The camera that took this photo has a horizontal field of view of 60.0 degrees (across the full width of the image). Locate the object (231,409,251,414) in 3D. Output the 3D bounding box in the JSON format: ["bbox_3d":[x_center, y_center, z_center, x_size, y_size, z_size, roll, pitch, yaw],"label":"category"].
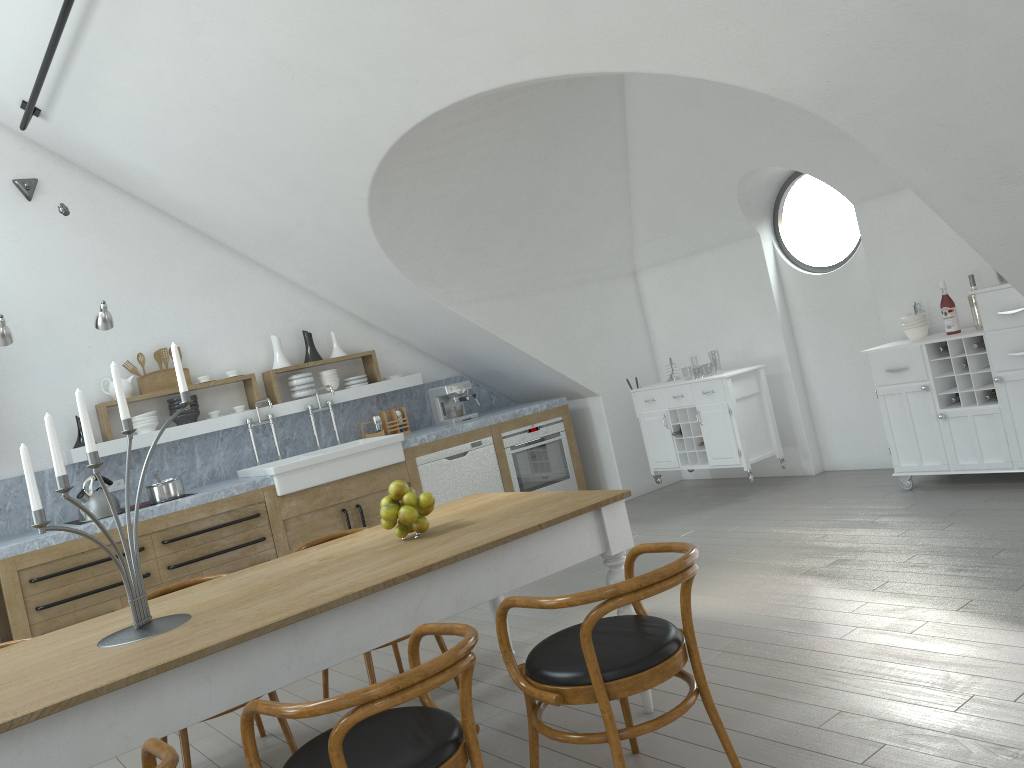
[{"bbox_3d":[-2.041,0.213,6.662,0.164,0.012,0.163,-13,1,-18],"label":"object"}]

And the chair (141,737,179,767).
[{"bbox_3d":[-0.878,1.152,1.758,0.529,0.735,0.619,-13,0,-36],"label":"chair"}]

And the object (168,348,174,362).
[{"bbox_3d":[-2.443,-0.123,6.444,0.068,0.298,0.039,-13,0,-36],"label":"object"}]

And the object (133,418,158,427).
[{"bbox_3d":[-2.582,0.293,6.240,0.181,0.065,0.181,-13,1,2],"label":"object"}]

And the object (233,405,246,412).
[{"bbox_3d":[-2.046,0.190,6.662,0.099,0.048,0.098,-14,1,-38],"label":"object"}]

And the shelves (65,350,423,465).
[{"bbox_3d":[-3.065,-0.134,5.821,5.568,1.362,0.478,-14,1,-41],"label":"shelves"}]

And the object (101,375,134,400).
[{"bbox_3d":[-2.748,0.028,6.203,0.173,0.169,0.168,-12,1,38],"label":"object"}]

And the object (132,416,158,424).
[{"bbox_3d":[-2.585,0.270,6.242,0.181,0.069,0.181,-13,1,-18],"label":"object"}]

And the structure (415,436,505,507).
[{"bbox_3d":[-0.510,0.907,6.946,0.726,0.823,0.596,-13,0,-36],"label":"structure"}]

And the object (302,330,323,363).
[{"bbox_3d":[-1.606,-0.302,7.046,0.156,0.268,0.155,-13,0,-32],"label":"object"}]

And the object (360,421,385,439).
[{"bbox_3d":[-1.135,0.383,7.203,0.173,0.171,0.100,-13,0,-34],"label":"object"}]

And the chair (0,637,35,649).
[{"bbox_3d":[-1.758,1.322,3.086,0.529,0.735,0.619,-13,0,-39],"label":"chair"}]

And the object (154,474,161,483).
[{"bbox_3d":[-2.300,0.671,5.816,0.051,0.167,0.235,-13,0,-41],"label":"object"}]

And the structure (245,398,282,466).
[{"bbox_3d":[-1.757,0.367,6.522,0.331,0.530,0.214,-13,0,35],"label":"structure"}]

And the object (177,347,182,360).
[{"bbox_3d":[-2.424,-0.128,6.481,0.058,0.294,0.030,-13,0,-36],"label":"object"}]

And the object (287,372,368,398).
[{"bbox_3d":[-1.464,-0.023,7.081,0.659,0.196,0.197,-14,1,-36],"label":"object"}]

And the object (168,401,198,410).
[{"bbox_3d":[-2.369,0.181,6.409,0.205,0.072,0.206,-12,1,42],"label":"object"}]

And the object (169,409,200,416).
[{"bbox_3d":[-2.361,0.230,6.407,0.205,0.086,0.205,-13,1,2],"label":"object"}]

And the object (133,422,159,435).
[{"bbox_3d":[-2.577,0.315,6.240,0.181,0.064,0.181,-13,1,-13],"label":"object"}]

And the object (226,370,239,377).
[{"bbox_3d":[-2.101,-0.073,6.668,0.099,0.048,0.098,-14,1,-38],"label":"object"}]

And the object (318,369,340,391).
[{"bbox_3d":[-1.451,-0.028,7.062,0.158,0.160,0.154,-13,0,-8],"label":"object"}]

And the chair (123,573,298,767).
[{"bbox_3d":[-1.218,1.188,3.563,0.529,0.735,0.619,-13,0,-33],"label":"chair"}]

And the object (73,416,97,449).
[{"bbox_3d":[-2.923,0.318,6.020,0.155,0.218,0.156,-13,0,35],"label":"object"}]

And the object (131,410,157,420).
[{"bbox_3d":[-2.591,0.242,6.243,0.180,0.076,0.181,-13,1,2],"label":"object"}]

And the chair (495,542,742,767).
[{"bbox_3d":[0.315,0.862,2.543,0.529,0.735,0.619,-13,0,-33],"label":"chair"}]

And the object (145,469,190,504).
[{"bbox_3d":[-2.212,0.677,5.836,0.231,0.170,0.395,-12,1,34],"label":"object"}]

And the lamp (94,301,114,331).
[{"bbox_3d":[-2.527,-0.419,5.499,0.113,0.176,0.168,-13,0,-44],"label":"lamp"}]

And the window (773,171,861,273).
[{"bbox_3d":[2.277,-1.219,6.526,0.060,0.900,0.897,-13,0,-36],"label":"window"}]

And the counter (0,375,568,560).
[{"bbox_3d":[-2.358,0.526,5.935,6.596,0.620,0.958,-14,1,-36],"label":"counter"}]

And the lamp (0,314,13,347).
[{"bbox_3d":[-2.984,-0.303,5.162,0.116,0.178,0.164,-13,0,-17],"label":"lamp"}]

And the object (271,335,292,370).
[{"bbox_3d":[-1.815,-0.251,6.894,0.155,0.268,0.156,-13,0,43],"label":"object"}]

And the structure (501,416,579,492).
[{"bbox_3d":[0.068,0.668,7.388,0.634,0.636,0.629,-13,1,-36],"label":"structure"}]

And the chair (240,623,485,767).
[{"bbox_3d":[-0.295,1.010,2.174,0.529,0.735,0.619,-13,0,-41],"label":"chair"}]

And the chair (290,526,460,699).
[{"bbox_3d":[-0.641,1.047,3.980,0.529,0.735,0.619,-13,0,-39],"label":"chair"}]

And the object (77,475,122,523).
[{"bbox_3d":[-2.602,0.706,5.550,0.247,0.268,0.245,-13,0,-26],"label":"object"}]

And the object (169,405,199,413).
[{"bbox_3d":[-2.361,0.202,6.404,0.205,0.086,0.205,-13,1,7],"label":"object"}]

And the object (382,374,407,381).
[{"bbox_3d":[-0.980,-0.049,7.439,0.212,0.025,0.214,-12,2,42],"label":"object"}]

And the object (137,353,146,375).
[{"bbox_3d":[-2.625,-0.080,6.331,0.055,0.299,0.027,-13,0,-36],"label":"object"}]

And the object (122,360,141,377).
[{"bbox_3d":[-2.648,-0.056,6.307,0.199,0.259,0.016,-13,0,-26],"label":"object"}]

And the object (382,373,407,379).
[{"bbox_3d":[-0.982,-0.058,7.439,0.212,0.025,0.214,-12,2,42],"label":"object"}]

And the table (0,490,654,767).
[{"bbox_3d":[-1.099,1.147,2.599,3.359,0.799,1.015,-14,1,-36],"label":"table"}]

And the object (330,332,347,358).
[{"bbox_3d":[-1.428,-0.320,7.186,0.155,0.218,0.156,-13,0,35],"label":"object"}]

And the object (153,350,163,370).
[{"bbox_3d":[-2.530,-0.103,6.401,0.061,0.299,0.040,-13,0,-38],"label":"object"}]

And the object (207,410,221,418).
[{"bbox_3d":[-2.198,0.227,6.549,0.099,0.048,0.098,-14,1,-38],"label":"object"}]

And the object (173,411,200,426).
[{"bbox_3d":[-2.354,0.256,6.407,0.205,0.072,0.206,-12,1,42],"label":"object"}]

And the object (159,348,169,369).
[{"bbox_3d":[-2.492,-0.111,6.405,0.057,0.299,0.019,-13,0,-36],"label":"object"}]

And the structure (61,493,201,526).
[{"bbox_3d":[-2.461,0.825,5.727,0.739,0.041,0.645,-14,2,-36],"label":"structure"}]

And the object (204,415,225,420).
[{"bbox_3d":[-2.193,0.250,6.549,0.164,0.012,0.163,-13,1,-18],"label":"object"}]

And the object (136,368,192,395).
[{"bbox_3d":[-2.507,-0.027,6.392,0.354,0.157,0.084,-14,0,-36],"label":"object"}]

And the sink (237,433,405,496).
[{"bbox_3d":[-1.366,0.590,6.415,1.024,0.202,0.725,-14,1,-36],"label":"sink"}]

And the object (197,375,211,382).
[{"bbox_3d":[-2.270,-0.031,6.542,0.099,0.048,0.098,-14,1,-38],"label":"object"}]

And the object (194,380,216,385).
[{"bbox_3d":[-2.265,-0.008,6.541,0.164,0.012,0.163,-13,1,-18],"label":"object"}]

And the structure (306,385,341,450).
[{"bbox_3d":[-1.372,0.273,6.810,0.331,0.530,0.214,-13,0,35],"label":"structure"}]

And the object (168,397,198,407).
[{"bbox_3d":[-2.374,0.156,6.413,0.205,0.084,0.205,-13,1,-8],"label":"object"}]

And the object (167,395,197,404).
[{"bbox_3d":[-2.383,0.130,6.414,0.206,0.080,0.205,-14,1,-33],"label":"object"}]

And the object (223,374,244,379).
[{"bbox_3d":[-2.095,-0.050,6.668,0.164,0.012,0.163,-13,1,-18],"label":"object"}]
